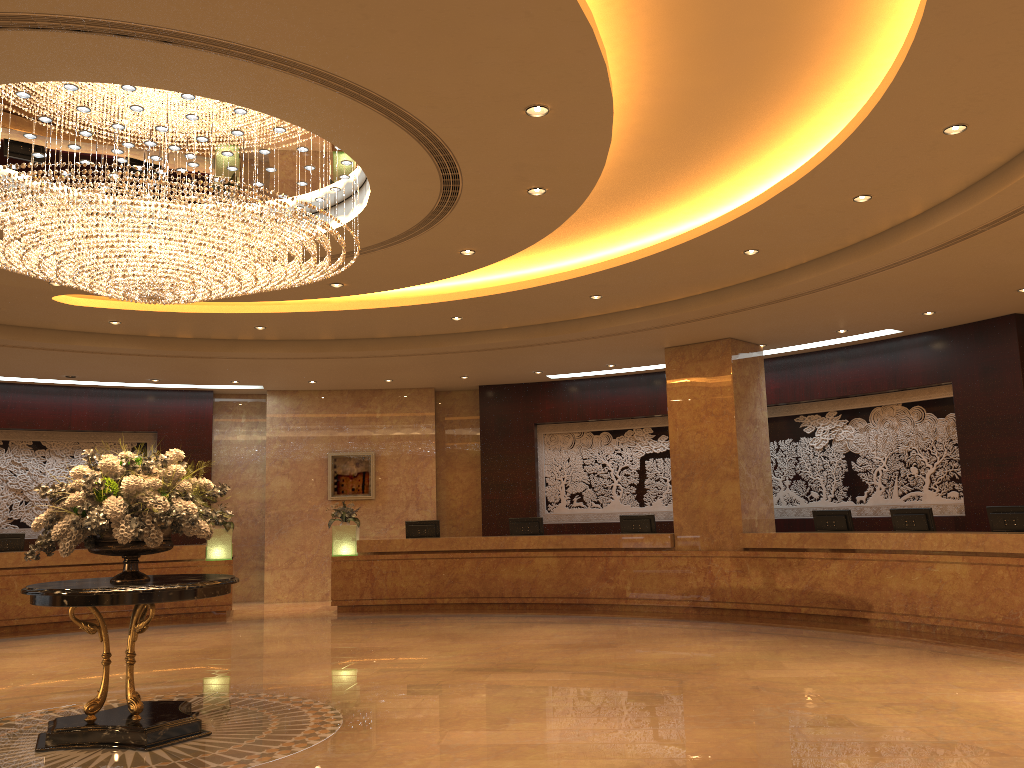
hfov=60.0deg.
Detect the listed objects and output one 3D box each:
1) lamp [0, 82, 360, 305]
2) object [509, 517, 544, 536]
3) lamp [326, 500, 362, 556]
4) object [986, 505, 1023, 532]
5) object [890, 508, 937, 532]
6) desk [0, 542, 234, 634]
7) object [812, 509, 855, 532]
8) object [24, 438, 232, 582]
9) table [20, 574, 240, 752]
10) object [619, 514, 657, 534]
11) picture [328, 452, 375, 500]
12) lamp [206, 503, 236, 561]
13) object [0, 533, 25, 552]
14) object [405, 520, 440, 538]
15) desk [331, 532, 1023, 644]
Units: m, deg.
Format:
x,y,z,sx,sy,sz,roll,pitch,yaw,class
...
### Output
x,y,z,sx,sy,sz,roll,pitch,yaw,class
-2.828,-1.251,7.007,3.206,1.196,3.204,-9,-11,41,lamp
0.245,2.493,14.876,0.430,0.500,0.531,4,-10,-35,object
-2.792,2.412,14.897,0.577,0.925,0.542,-3,-8,6,lamp
5.714,1.637,10.092,0.430,0.500,0.531,-3,-9,12,object
5.091,1.823,11.239,0.430,0.500,0.531,-3,-8,7,object
-6.866,3.149,13.745,5.227,1.155,1.570,3,-10,-31,desk
4.413,1.978,12.162,0.430,0.500,0.531,-2,-8,1,object
-2.840,0.977,6.713,1.277,0.999,1.318,-7,-10,35,object
-2.794,2.003,6.529,1.493,1.089,1.493,-1,-8,-2,table
2.012,2.336,14.142,0.430,0.500,0.531,2,-9,-23,object
-3.054,1.747,16.864,0.875,0.890,0.068,-1,-8,-5,picture
-4.811,2.416,14.553,0.570,0.923,0.580,-2,-8,1,lamp
-7.753,2.523,13.483,0.531,0.500,0.430,-1,-8,-4,object
-1.532,2.592,15.220,0.531,0.500,0.430,-9,-11,41,object
2.518,2.686,12.350,12.951,1.155,3.466,-8,-11,38,desk
